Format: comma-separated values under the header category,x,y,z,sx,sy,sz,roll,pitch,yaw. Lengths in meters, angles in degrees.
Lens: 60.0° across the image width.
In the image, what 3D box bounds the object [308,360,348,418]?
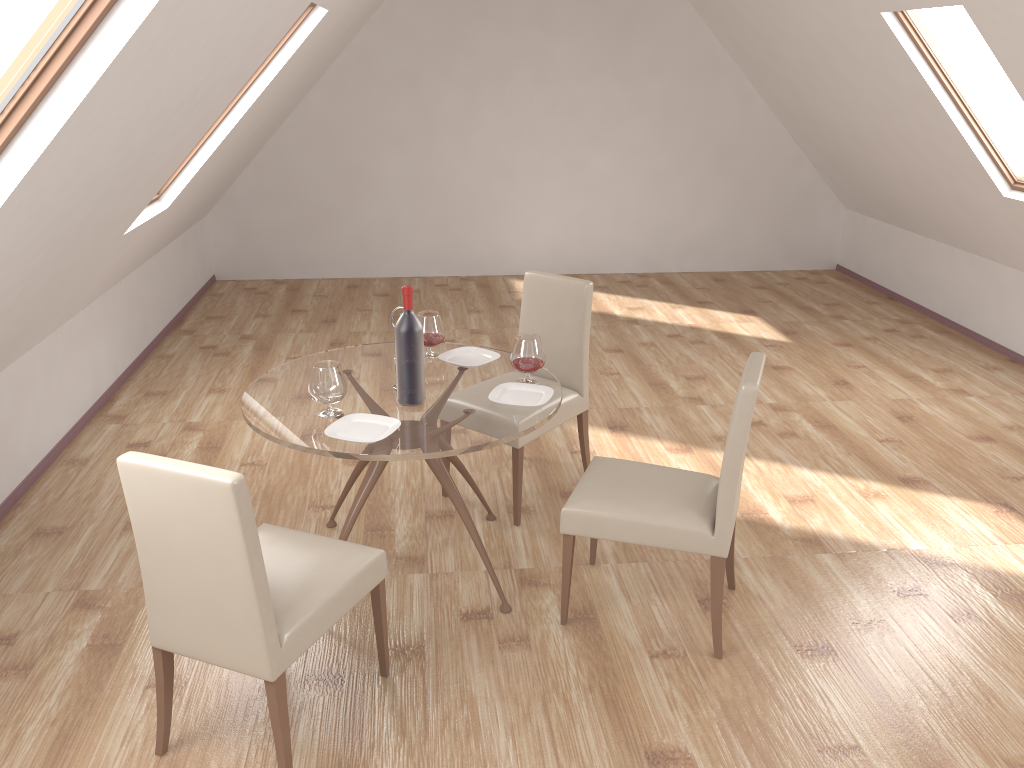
category,x,y,z,sx,sy,sz,roll,pitch,yaw
object,-0.646,0.016,3.112,0.136,0.183,0.136,8,22,19

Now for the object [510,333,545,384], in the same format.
category,x,y,z,sx,sy,sz,roll,pitch,yaw
object,0.061,-0.097,3.430,0.136,0.183,0.136,-10,23,-25

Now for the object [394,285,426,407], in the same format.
category,x,y,z,sx,sy,sz,roll,pitch,yaw
object,-0.366,-0.138,3.165,0.109,0.435,0.109,-3,21,-9

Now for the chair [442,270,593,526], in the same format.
category,x,y,z,sx,sy,sz,roll,pitch,yaw
chair,0.037,0.036,4.119,0.477,0.999,0.618,16,25,36

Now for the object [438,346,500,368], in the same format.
category,x,y,z,sx,sy,sz,roll,pitch,yaw
object,-0.177,-0.107,3.686,0.228,0.020,0.228,16,26,36

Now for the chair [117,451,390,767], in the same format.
category,x,y,z,sx,sy,sz,roll,pitch,yaw
chair,-0.734,0.578,2.641,0.477,0.999,0.618,8,22,20

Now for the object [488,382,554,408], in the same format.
category,x,y,z,sx,sy,sz,roll,pitch,yaw
object,0.035,0.046,3.278,0.228,0.020,0.228,6,21,15

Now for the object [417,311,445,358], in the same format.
category,x,y,z,sx,sy,sz,roll,pitch,yaw
object,-0.349,-0.208,3.725,0.136,0.183,0.136,-10,23,-25

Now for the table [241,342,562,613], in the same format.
category,x,y,z,sx,sy,sz,roll,pitch,yaw
table,-0.411,0.378,3.511,1.198,0.770,1.198,6,21,14

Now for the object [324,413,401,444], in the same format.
category,x,y,z,sx,sy,sz,roll,pitch,yaw
object,-0.499,0.154,2.975,0.228,0.020,0.228,8,21,19

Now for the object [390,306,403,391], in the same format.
category,x,y,z,sx,sy,sz,roll,pitch,yaw
object,-0.406,-0.135,3.323,0.086,0.322,0.096,-18,27,-40

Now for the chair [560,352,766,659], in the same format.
category,x,y,z,sx,sy,sz,roll,pitch,yaw
chair,0.537,0.378,3.204,0.618,0.999,0.477,7,21,18
